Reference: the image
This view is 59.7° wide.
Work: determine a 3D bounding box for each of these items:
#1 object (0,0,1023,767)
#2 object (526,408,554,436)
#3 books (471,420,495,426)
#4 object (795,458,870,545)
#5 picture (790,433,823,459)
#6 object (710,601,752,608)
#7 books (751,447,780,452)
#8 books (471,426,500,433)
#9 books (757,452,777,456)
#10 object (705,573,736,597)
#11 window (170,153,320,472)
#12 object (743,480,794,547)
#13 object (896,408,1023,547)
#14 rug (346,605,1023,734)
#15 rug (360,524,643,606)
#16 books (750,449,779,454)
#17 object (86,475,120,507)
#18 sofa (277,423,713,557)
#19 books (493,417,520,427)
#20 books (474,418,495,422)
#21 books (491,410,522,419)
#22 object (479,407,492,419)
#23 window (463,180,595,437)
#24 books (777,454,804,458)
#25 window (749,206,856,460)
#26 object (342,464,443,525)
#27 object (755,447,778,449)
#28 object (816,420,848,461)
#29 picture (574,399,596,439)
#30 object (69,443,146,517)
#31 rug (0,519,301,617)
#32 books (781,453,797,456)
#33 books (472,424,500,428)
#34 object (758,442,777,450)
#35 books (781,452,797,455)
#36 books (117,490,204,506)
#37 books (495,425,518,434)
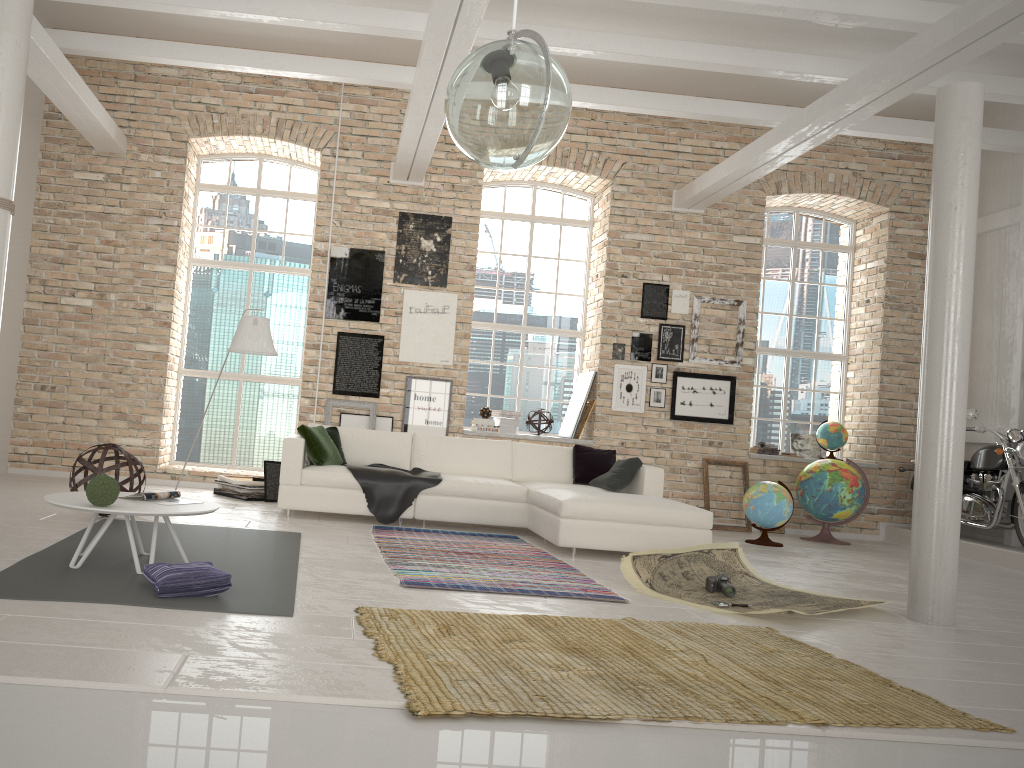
[{"bbox_3d":[0.844,-1.169,4.842,10.018,4.797,12.016,5,-3,-8],"label":"object"},{"bbox_3d":[0.305,0.421,9.865,0.296,0.307,0.317,5,-3,-16],"label":"object"},{"bbox_3d":[-0.320,0.430,9.830,0.195,0.040,0.202,6,-3,-21],"label":"books"},{"bbox_3d":[3.315,1.219,9.319,0.617,0.924,0.694,6,-3,-32],"label":"object"},{"bbox_3d":[3.486,0.739,10.551,0.389,0.292,0.068,5,-3,-3],"label":"picture"},{"bbox_3d":[1.248,1.247,5.030,0.223,0.019,0.099,5,-3,-9],"label":"object"},{"bbox_3d":[2.872,0.743,10.122,0.252,0.026,0.208,5,-3,-11],"label":"books"},{"bbox_3d":[-0.294,0.499,9.816,0.271,0.048,0.223,5,-3,-10],"label":"books"},{"bbox_3d":[2.859,0.793,10.114,0.253,0.025,0.204,5,-3,-6],"label":"books"},{"bbox_3d":[1.281,1.220,5.431,0.147,0.124,0.171,5,-3,-8],"label":"object"},{"bbox_3d":[-1.935,-1.032,4.641,1.407,3.654,11.609,5,-3,-11],"label":"window"},{"bbox_3d":[2.448,1.233,8.552,0.477,0.631,0.419,3,-3,33],"label":"object"},{"bbox_3d":[4.579,0.888,8.716,0.793,1.328,2.225,5,-3,-15],"label":"object"},{"bbox_3d":[0.493,1.123,3.653,2.149,0.021,1.575,5,-3,-12],"label":"rug"},{"bbox_3d":[-0.265,1.192,6.129,1.384,0.008,2.729,5,-3,-11],"label":"rug"},{"bbox_3d":[2.861,0.768,10.119,0.251,0.029,0.206,5,-3,-7],"label":"books"},{"bbox_3d":[-2.053,0.536,4.474,0.151,0.164,0.173,6,-3,-31],"label":"object"},{"bbox_3d":[-0.321,0.878,7.533,3.248,0.841,2.195,5,-3,-6],"label":"sofa"},{"bbox_3d":[-0.066,0.429,10.137,0.232,0.088,0.325,5,-3,-13],"label":"books"},{"bbox_3d":[-0.310,0.396,9.831,0.178,0.030,0.182,6,-3,-18],"label":"books"},{"bbox_3d":[-0.067,0.343,10.133,0.289,0.085,0.241,6,-3,-26],"label":"books"},{"bbox_3d":[-0.292,0.321,9.886,0.149,0.137,0.136,4,-3,20],"label":"object"},{"bbox_3d":[1.270,-1.090,4.835,1.407,2.987,11.609,5,-3,-11],"label":"window"},{"bbox_3d":[3.103,0.805,9.934,0.225,0.022,0.178,5,-3,-6],"label":"books"},{"bbox_3d":[4.419,-0.819,5.013,1.407,2.987,11.609,5,-3,-11],"label":"window"},{"bbox_3d":[-1.080,0.959,7.837,0.882,0.464,0.788,5,-3,-9],"label":"object"},{"bbox_3d":[2.873,0.721,10.112,0.211,0.021,0.161,5,-3,-6],"label":"object"},{"bbox_3d":[3.663,0.648,10.209,0.330,0.465,0.330,5,-3,-2],"label":"object"},{"bbox_3d":[0.788,0.395,9.893,0.170,0.460,0.368,5,-3,-10],"label":"picture"},{"bbox_3d":[-3.007,0.713,6.638,0.507,0.543,0.577,6,-3,-32],"label":"object"},{"bbox_3d":[-1.963,1.000,5.186,1.414,0.041,2.763,5,-3,-11],"label":"rug"},{"bbox_3d":[3.094,0.788,9.940,0.100,0.014,0.141,6,-3,-26],"label":"books"},{"bbox_3d":[-0.288,0.463,9.818,0.266,0.024,0.223,5,-3,-10],"label":"books"},{"bbox_3d":[2.906,0.707,10.132,0.101,0.090,0.448,3,-3,34],"label":"object"},{"bbox_3d":[3.088,0.775,9.948,0.125,0.013,0.108,6,-3,-31],"label":"books"},{"bbox_3d":[-1.951,0.622,4.949,0.393,0.048,0.290,4,-3,23],"label":"books"},{"bbox_3d":[-0.073,0.511,10.132,0.238,0.088,0.318,5,-3,-3],"label":"books"}]
